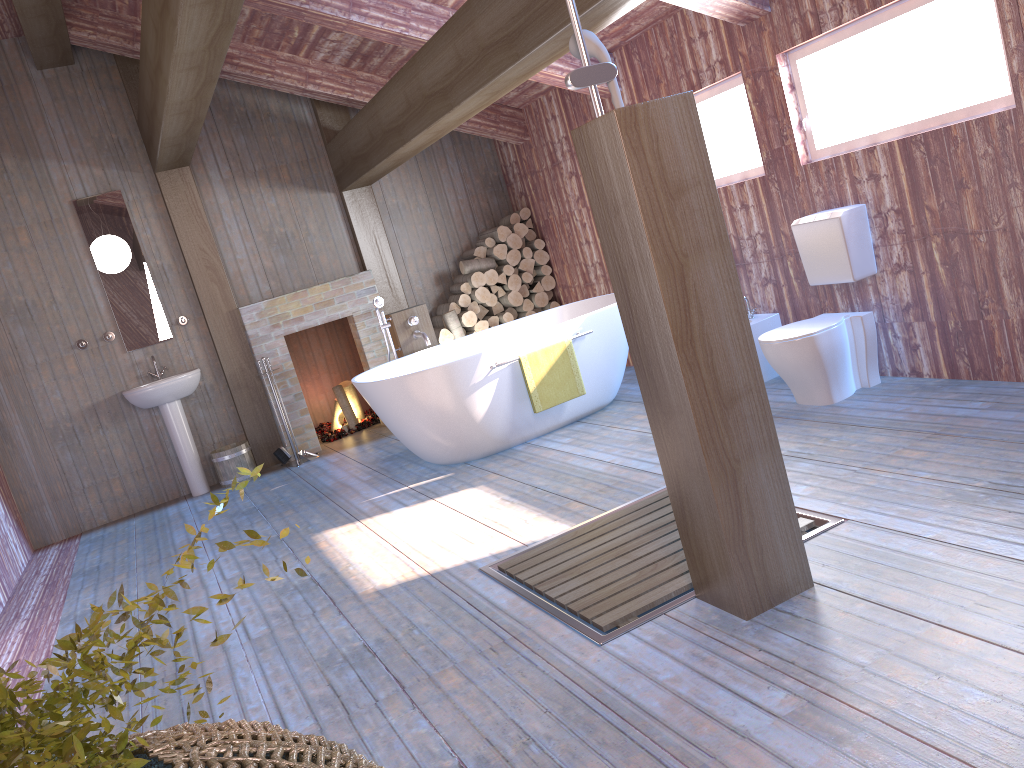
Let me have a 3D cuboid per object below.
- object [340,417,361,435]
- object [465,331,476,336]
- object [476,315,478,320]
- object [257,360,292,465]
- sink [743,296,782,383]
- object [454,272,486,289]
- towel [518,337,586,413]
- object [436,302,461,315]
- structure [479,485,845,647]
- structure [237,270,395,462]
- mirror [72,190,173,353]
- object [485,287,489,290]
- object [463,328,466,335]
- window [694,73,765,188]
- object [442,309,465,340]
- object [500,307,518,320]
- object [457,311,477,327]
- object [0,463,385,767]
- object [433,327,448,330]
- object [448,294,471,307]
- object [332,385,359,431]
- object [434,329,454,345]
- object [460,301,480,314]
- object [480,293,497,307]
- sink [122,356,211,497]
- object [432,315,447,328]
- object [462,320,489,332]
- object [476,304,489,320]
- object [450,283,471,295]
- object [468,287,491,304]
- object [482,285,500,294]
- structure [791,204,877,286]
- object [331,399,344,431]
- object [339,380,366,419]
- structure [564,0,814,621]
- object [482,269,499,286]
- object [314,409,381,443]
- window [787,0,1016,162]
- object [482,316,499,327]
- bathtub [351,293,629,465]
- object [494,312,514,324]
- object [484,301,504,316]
[{"bbox_3d":[-1.422,0.375,7.845,0.085,0.084,0.278,-12,10,25],"label":"object"},{"bbox_3d":[-0.427,-0.358,7.711,0.155,0.174,0.483,-20,10,-23],"label":"object"},{"bbox_3d":[-0.360,-0.576,7.715,0.064,0.068,0.174,-20,10,-22],"label":"object"},{"bbox_3d":[-1.905,0.232,6.947,0.136,0.846,0.062,-24,12,-40],"label":"object"},{"bbox_3d":[1.332,-0.235,5.284,0.515,0.517,0.335,-20,10,-20],"label":"sink"},{"bbox_3d":[-0.368,-0.895,7.693,0.135,0.145,0.439,-20,10,-21],"label":"object"},{"bbox_3d":[0.242,-0.052,5.302,0.370,0.361,0.032,-21,10,-25],"label":"towel"},{"bbox_3d":[-0.554,-0.642,7.663,0.114,0.113,0.301,-20,10,-24],"label":"object"},{"bbox_3d":[0.508,0.630,3.304,1.000,0.067,1.000,-20,10,-22],"label":"structure"},{"bbox_3d":[-1.529,-0.158,7.411,1.130,1.330,0.226,-20,10,-22],"label":"structure"},{"bbox_3d":[-2.989,-0.867,6.830,0.350,1.199,0.009,-20,10,-21],"label":"mirror"},{"bbox_3d":[-0.256,-0.811,7.723,0.057,0.061,0.156,-20,10,-22],"label":"object"},{"bbox_3d":[-0.509,-0.450,7.747,0.121,0.124,0.291,-20,10,-20],"label":"object"},{"bbox_3d":[1.177,-1.499,5.526,0.054,0.587,1.255,-20,10,-20],"label":"window"},{"bbox_3d":[-0.479,-0.472,7.471,0.147,0.298,0.109,-19,10,-19],"label":"object"},{"bbox_3d":[-0.069,-0.622,7.936,0.116,0.118,0.289,-20,10,-24],"label":"object"},{"bbox_3d":[-0.444,-0.560,7.670,0.138,0.147,0.440,-20,10,-21],"label":"object"},{"bbox_3d":[-0.469,0.721,1.042,0.972,1.073,0.970,-24,12,-41],"label":"object"},{"bbox_3d":[-0.612,-0.458,7.718,0.099,0.093,0.280,-20,10,-20],"label":"object"},{"bbox_3d":[-0.457,-0.716,7.650,0.115,0.123,0.291,-20,10,-20],"label":"object"},{"bbox_3d":[-1.457,0.218,7.813,0.098,0.434,0.283,-20,10,-23],"label":"object"},{"bbox_3d":[-0.649,-0.402,7.598,0.139,0.137,0.455,-20,10,-23],"label":"object"},{"bbox_3d":[-0.388,-0.651,7.700,0.111,0.113,0.301,-20,10,-22],"label":"object"},{"bbox_3d":[-0.234,-0.731,7.748,0.115,0.123,0.291,-20,10,-20],"label":"object"},{"bbox_3d":[-2.573,0.326,6.830,0.582,1.143,0.475,-20,10,-22],"label":"sink"},{"bbox_3d":[-0.600,-0.549,7.722,0.108,0.113,0.302,-20,10,-21],"label":"object"},{"bbox_3d":[-0.343,-0.485,7.733,0.139,0.148,0.458,-20,10,-21],"label":"object"},{"bbox_3d":[-0.320,-0.637,7.825,0.128,0.150,0.323,-20,10,-21],"label":"object"},{"bbox_3d":[-0.441,-0.819,7.669,0.106,0.112,0.282,-20,10,-20],"label":"object"},{"bbox_3d":[-0.338,-0.761,7.704,0.141,0.143,0.437,-20,10,-23],"label":"object"},{"bbox_3d":[-0.193,-0.827,7.766,0.088,0.092,0.280,-20,10,-20],"label":"object"},{"bbox_3d":[1.648,-0.704,4.540,0.182,0.363,0.358,-20,10,-20],"label":"structure"},{"bbox_3d":[-1.555,0.282,7.954,0.221,0.306,0.121,-15,9,6],"label":"object"},{"bbox_3d":[-1.448,0.189,8.064,0.140,0.459,0.266,-17,9,-4],"label":"object"},{"bbox_3d":[0.431,-0.411,2.637,0.328,2.209,0.522,-17,9,-1],"label":"structure"},{"bbox_3d":[-0.263,-0.919,7.737,0.138,0.147,0.440,-20,10,-21],"label":"object"},{"bbox_3d":[-1.526,0.371,8.138,0.829,0.085,0.935,-24,12,-39],"label":"object"},{"bbox_3d":[1.767,-1.433,4.098,0.054,0.587,1.255,-20,10,-20],"label":"window"},{"bbox_3d":[-0.216,-0.538,7.772,0.114,0.120,0.303,-20,10,-20],"label":"object"},{"bbox_3d":[-0.072,-0.213,5.783,1.935,1.109,1.460,-16,9,0],"label":"bathtub"},{"bbox_3d":[-0.125,-0.574,7.805,0.098,0.100,0.437,-20,10,-23],"label":"object"},{"bbox_3d":[-0.186,-0.670,7.884,0.104,0.127,0.321,-20,10,-21],"label":"object"}]
